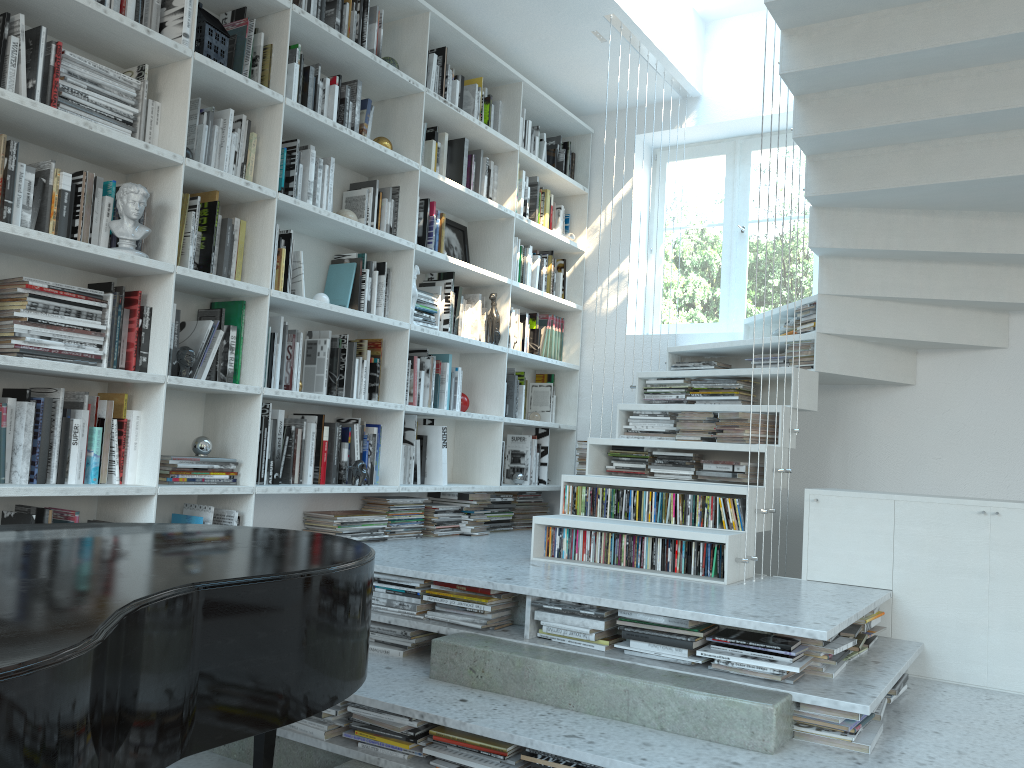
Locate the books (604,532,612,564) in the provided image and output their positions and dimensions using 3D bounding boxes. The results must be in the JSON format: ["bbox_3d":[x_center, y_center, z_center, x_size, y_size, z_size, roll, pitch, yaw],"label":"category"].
[{"bbox_3d":[0.413,0.672,3.648,0.008,0.125,0.125,1,-5,32],"label":"books"}]

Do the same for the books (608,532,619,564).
[{"bbox_3d":[0.426,0.672,3.640,0.008,0.125,0.125,1,-5,32],"label":"books"}]

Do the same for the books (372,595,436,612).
[{"bbox_3d":[-0.393,0.812,3.310,0.242,0.023,0.164,0,-6,36],"label":"books"}]

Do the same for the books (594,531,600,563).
[{"bbox_3d":[0.373,0.672,3.673,0.008,0.125,0.125,1,-5,32],"label":"books"}]

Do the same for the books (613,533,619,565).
[{"bbox_3d":[0.445,0.673,3.628,0.009,0.125,0.125,1,-5,32],"label":"books"}]

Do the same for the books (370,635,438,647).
[{"bbox_3d":[-0.422,0.934,3.281,0.254,0.012,0.161,0,-5,33],"label":"books"}]

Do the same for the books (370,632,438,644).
[{"bbox_3d":[-0.424,0.919,3.278,0.263,0.017,0.156,1,-5,28],"label":"books"}]

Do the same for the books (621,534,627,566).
[{"bbox_3d":[0.478,0.673,3.608,0.007,0.125,0.125,1,-5,32],"label":"books"}]

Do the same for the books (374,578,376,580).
[{"bbox_3d":[-0.644,0.749,3.480,0.264,0.012,0.143,0,-6,37],"label":"books"}]

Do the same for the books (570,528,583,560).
[{"bbox_3d":[0.281,0.671,3.729,0.008,0.125,0.125,1,-5,32],"label":"books"}]

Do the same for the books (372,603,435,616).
[{"bbox_3d":[-0.398,0.828,3.301,0.235,0.012,0.190,1,-5,30],"label":"books"}]

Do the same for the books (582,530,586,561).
[{"bbox_3d":[0.326,0.672,3.702,0.008,0.125,0.125,1,-5,32],"label":"books"}]

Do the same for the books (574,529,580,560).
[{"bbox_3d":[0.295,0.671,3.721,0.008,0.125,0.125,1,-5,32],"label":"books"}]

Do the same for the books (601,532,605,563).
[{"bbox_3d":[0.400,0.672,3.656,0.008,0.125,0.125,1,-5,32],"label":"books"}]

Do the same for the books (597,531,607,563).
[{"bbox_3d":[0.386,0.672,3.665,0.007,0.125,0.125,1,-5,32],"label":"books"}]

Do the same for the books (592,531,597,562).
[{"bbox_3d":[0.366,0.672,3.677,0.008,0.125,0.125,1,-5,32],"label":"books"}]

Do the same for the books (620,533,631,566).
[{"bbox_3d":[0.471,0.673,3.612,0.007,0.125,0.125,1,-5,32],"label":"books"}]

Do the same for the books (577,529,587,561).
[{"bbox_3d":[0.308,0.672,3.713,0.007,0.125,0.125,1,-5,32],"label":"books"}]

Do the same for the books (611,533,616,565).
[{"bbox_3d":[0.439,0.673,3.632,0.008,0.125,0.125,1,-5,32],"label":"books"}]

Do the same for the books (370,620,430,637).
[{"bbox_3d":[-0.427,0.892,3.272,0.250,0.017,0.181,1,-5,29],"label":"books"}]

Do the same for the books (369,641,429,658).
[{"bbox_3d":[-0.435,0.966,3.262,0.202,0.028,0.189,1,-5,27],"label":"books"}]

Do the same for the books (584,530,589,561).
[{"bbox_3d":[0.333,0.672,3.698,0.007,0.125,0.125,1,-5,32],"label":"books"}]

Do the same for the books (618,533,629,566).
[{"bbox_3d":[0.465,0.673,3.616,0.007,0.125,0.125,1,-5,32],"label":"books"}]

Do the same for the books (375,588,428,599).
[{"bbox_3d":[-0.383,0.777,3.325,0.215,0.013,0.150,0,-5,32],"label":"books"}]

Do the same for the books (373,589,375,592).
[{"bbox_3d":[-0.649,0.795,3.474,0.294,0.008,0.163,1,-5,30],"label":"books"}]

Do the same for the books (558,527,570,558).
[{"bbox_3d":[0.234,0.671,3.759,0.010,0.125,0.125,1,-5,32],"label":"books"}]

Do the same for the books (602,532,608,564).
[{"bbox_3d":[0.406,0.672,3.652,0.008,0.125,0.125,1,-5,32],"label":"books"}]

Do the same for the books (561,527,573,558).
[{"bbox_3d":[0.241,0.671,3.754,0.007,0.125,0.125,1,-5,32],"label":"books"}]

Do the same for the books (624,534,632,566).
[{"bbox_3d":[0.484,0.673,3.604,0.010,0.125,0.125,1,-5,32],"label":"books"}]

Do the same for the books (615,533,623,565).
[{"bbox_3d":[0.452,0.673,3.624,0.007,0.125,0.125,1,-5,32],"label":"books"}]

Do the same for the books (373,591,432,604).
[{"bbox_3d":[-0.386,0.792,3.321,0.221,0.018,0.154,1,-5,31],"label":"books"}]

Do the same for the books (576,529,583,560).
[{"bbox_3d":[0.301,0.671,3.717,0.007,0.125,0.125,1,-5,32],"label":"books"}]

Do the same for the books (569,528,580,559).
[{"bbox_3d":[0.274,0.671,3.734,0.008,0.125,0.125,1,-5,32],"label":"books"}]

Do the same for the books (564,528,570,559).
[{"bbox_3d":[0.255,0.671,3.746,0.009,0.125,0.125,1,-5,32],"label":"books"}]

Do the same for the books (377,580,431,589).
[{"bbox_3d":[-0.383,0.744,3.323,0.179,0.010,0.160,0,-5,32],"label":"books"}]

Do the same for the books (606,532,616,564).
[{"bbox_3d":[0.419,0.672,3.644,0.009,0.125,0.125,1,-5,32],"label":"books"}]

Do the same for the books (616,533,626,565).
[{"bbox_3d":[0.458,0.673,3.620,0.008,0.125,0.125,1,-5,32],"label":"books"}]

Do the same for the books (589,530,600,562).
[{"bbox_3d":[0.354,0.672,3.685,0.007,0.125,0.125,1,-5,32],"label":"books"}]

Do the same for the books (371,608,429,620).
[{"bbox_3d":[-0.396,0.841,3.305,0.296,0.012,0.183,1,-5,31],"label":"books"}]

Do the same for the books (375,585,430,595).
[{"bbox_3d":[-0.384,0.764,3.324,0.220,0.013,0.144,0,-5,35],"label":"books"}]

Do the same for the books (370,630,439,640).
[{"bbox_3d":[-0.425,0.906,3.275,0.276,0.009,0.178,0,-5,33],"label":"books"}]

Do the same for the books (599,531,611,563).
[{"bbox_3d":[0.393,0.672,3.660,0.008,0.125,0.125,1,-5,32],"label":"books"}]

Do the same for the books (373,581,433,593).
[{"bbox_3d":[-0.387,0.753,3.318,0.234,0.008,0.167,1,-5,31],"label":"books"}]

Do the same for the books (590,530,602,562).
[{"bbox_3d":[0.360,0.672,3.681,0.007,0.125,0.125,1,-5,32],"label":"books"}]

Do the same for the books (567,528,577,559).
[{"bbox_3d":[0.268,0.671,3.737,0.008,0.125,0.125,1,-5,32],"label":"books"}]

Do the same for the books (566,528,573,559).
[{"bbox_3d":[0.262,0.671,3.741,0.007,0.125,0.125,1,-5,32],"label":"books"}]

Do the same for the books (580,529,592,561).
[{"bbox_3d":[0.320,0.672,3.705,0.008,0.125,0.125,1,-5,32],"label":"books"}]

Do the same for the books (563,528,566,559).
[{"bbox_3d":[0.249,0.671,3.750,0.009,0.125,0.125,1,-5,32],"label":"books"}]

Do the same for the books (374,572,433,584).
[{"bbox_3d":[-0.389,0.718,3.314,0.243,0.015,0.165,1,-5,27],"label":"books"}]

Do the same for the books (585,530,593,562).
[{"bbox_3d":[0.340,0.672,3.693,0.008,0.125,0.125,1,-5,32],"label":"books"}]

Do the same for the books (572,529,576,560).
[{"bbox_3d":[0.288,0.671,3.725,0.008,0.125,0.125,1,-5,32],"label":"books"}]

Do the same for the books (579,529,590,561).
[{"bbox_3d":[0.314,0.672,3.709,0.007,0.125,0.125,1,-5,32],"label":"books"}]

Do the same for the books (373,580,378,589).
[{"bbox_3d":[-0.655,0.775,3.463,0.237,0.030,0.189,1,-5,29],"label":"books"}]

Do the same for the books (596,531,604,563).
[{"bbox_3d":[0.379,0.672,3.669,0.008,0.125,0.125,1,-5,32],"label":"books"}]

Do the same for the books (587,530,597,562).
[{"bbox_3d":[0.346,0.672,3.689,0.009,0.125,0.125,1,-5,32],"label":"books"}]

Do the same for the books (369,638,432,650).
[{"bbox_3d":[-0.420,0.948,3.285,0.214,0.014,0.138,0,-6,36],"label":"books"}]

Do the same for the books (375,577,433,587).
[{"bbox_3d":[-0.383,0.733,3.324,0.220,0.013,0.149,0,-5,35],"label":"books"}]

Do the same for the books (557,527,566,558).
[{"bbox_3d":[0.227,0.671,3.763,0.008,0.125,0.125,1,-5,32],"label":"books"}]

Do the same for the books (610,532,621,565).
[{"bbox_3d":[0.433,0.673,3.636,0.007,0.125,0.125,1,-5,32],"label":"books"}]
